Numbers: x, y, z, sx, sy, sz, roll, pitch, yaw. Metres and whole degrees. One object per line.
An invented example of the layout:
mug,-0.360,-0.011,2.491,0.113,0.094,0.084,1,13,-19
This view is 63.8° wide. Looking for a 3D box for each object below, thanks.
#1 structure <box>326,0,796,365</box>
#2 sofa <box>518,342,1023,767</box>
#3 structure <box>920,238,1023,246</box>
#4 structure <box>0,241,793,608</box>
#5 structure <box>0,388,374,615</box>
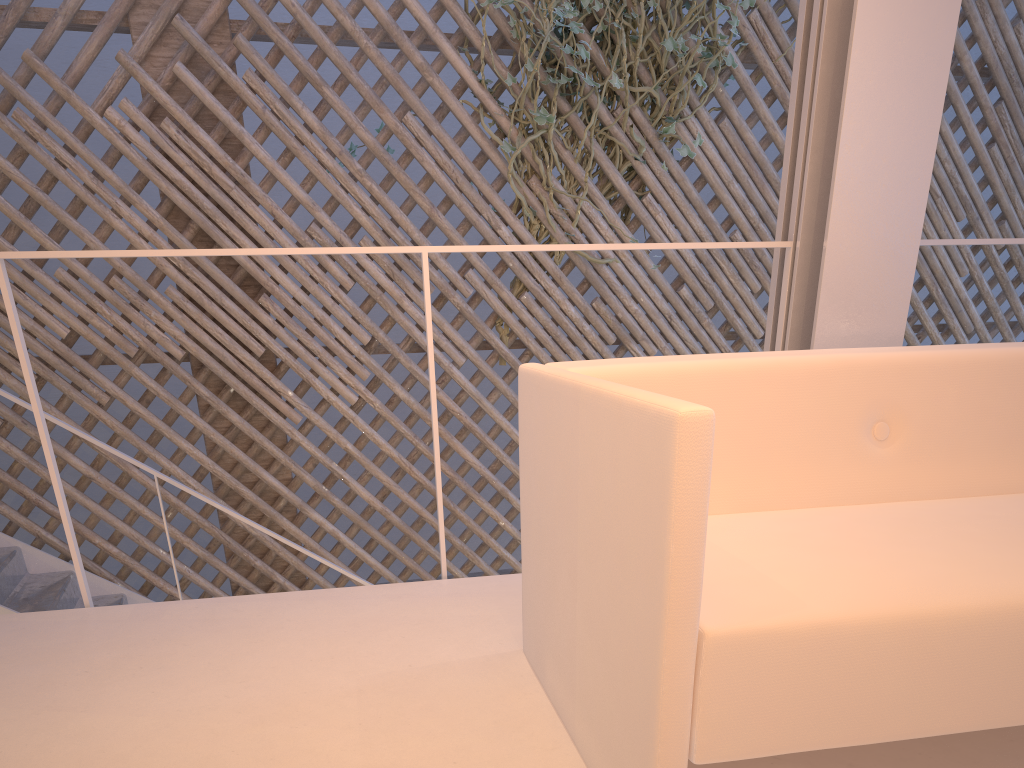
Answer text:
structure,0.595,-1.498,2.310,2.339,3.030,0.653,-6,22,-16
sofa,0.540,0.166,0.874,0.983,0.415,0.448,-3,13,-10
structure,1.423,0.032,1.548,1.697,0.632,0.024,-3,22,-9
structure,-0.396,0.107,1.247,1.699,0.632,0.024,-3,22,-9
structure,-0.645,0.776,2.196,1.948,2.186,1.050,-6,20,-15
